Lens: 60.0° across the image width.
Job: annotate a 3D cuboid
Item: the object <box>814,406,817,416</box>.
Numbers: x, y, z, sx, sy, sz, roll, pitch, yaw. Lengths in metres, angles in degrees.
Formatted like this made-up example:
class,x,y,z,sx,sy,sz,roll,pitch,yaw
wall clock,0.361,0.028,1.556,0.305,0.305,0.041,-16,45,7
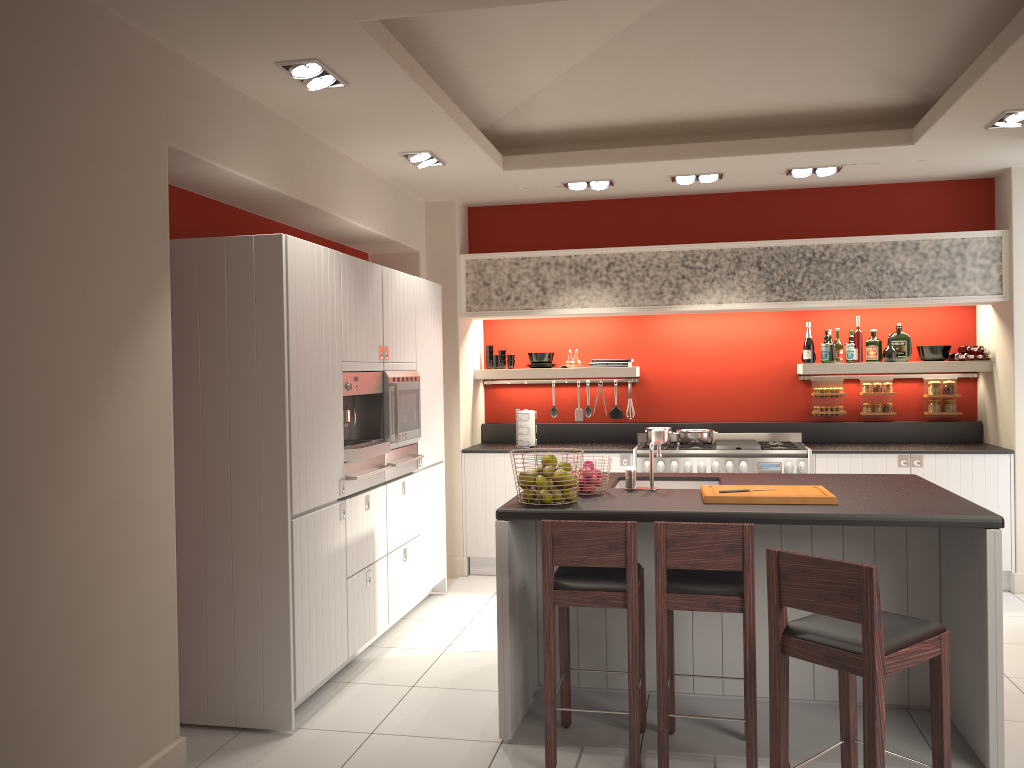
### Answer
class,x,y,z,sx,sy,sz,roll,pitch,yaw
object,2.477,0.220,7.231,0.034,0.078,0.034,-1,1,32

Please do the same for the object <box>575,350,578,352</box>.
class,x,y,z,sx,sy,sz,roll,pitch,yaw
object,0.549,-0.281,7.559,0.026,0.032,0.023,-1,1,-6

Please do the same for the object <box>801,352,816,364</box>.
class,x,y,z,sx,sy,sz,roll,pitch,yaw
object,2.418,-0.279,7.227,0.113,0.226,0.113,-1,1,-37

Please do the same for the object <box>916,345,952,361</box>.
class,x,y,z,sx,sy,sz,roll,pitch,yaw
object,3.316,-0.239,6.970,0.251,0.121,0.251,-1,1,-6

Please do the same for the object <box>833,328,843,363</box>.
class,x,y,z,sx,sy,sz,roll,pitch,yaw
object,2.602,-0.306,7.086,0.080,0.278,0.080,-1,1,15

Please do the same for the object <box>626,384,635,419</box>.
class,x,y,z,sx,sy,sz,roll,pitch,yaw
object,1.009,0.139,7.570,0.069,0.328,0.069,-1,1,-11

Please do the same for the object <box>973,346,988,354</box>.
class,x,y,z,sx,sy,sz,roll,pitch,yaw
object,3.585,-0.264,6.818,0.062,0.062,0.366,-1,1,12

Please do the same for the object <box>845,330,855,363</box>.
class,x,y,z,sx,sy,sz,roll,pitch,yaw
object,2.726,-0.300,7.117,0.094,0.263,0.094,-1,1,-22

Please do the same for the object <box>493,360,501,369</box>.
class,x,y,z,sx,sy,sz,roll,pitch,yaw
object,-0.129,-0.164,7.550,0.070,0.076,0.070,-1,1,-17

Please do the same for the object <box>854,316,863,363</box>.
class,x,y,z,sx,sy,sz,roll,pitch,yaw
object,2.727,-0.350,7.020,0.062,0.366,0.210,-1,1,11

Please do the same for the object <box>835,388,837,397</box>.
class,x,y,z,sx,sy,sz,roll,pitch,yaw
object,2.629,0.069,7.197,0.034,0.078,0.034,-1,1,32

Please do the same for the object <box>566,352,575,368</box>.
class,x,y,z,sx,sy,sz,roll,pitch,yaw
object,0.492,-0.204,7.491,0.076,0.131,0.076,-1,1,-36

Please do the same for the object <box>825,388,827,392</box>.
class,x,y,z,sx,sy,sz,roll,pitch,yaw
object,2.551,0.070,7.213,0.034,0.078,0.034,-1,1,32

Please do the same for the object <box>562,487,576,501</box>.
class,x,y,z,sx,sy,sz,roll,pitch,yaw
object,0.259,0.500,4.043,0.068,0.068,0.068,-1,1,23

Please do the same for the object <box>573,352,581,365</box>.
class,x,y,z,sx,sy,sz,roll,pitch,yaw
object,0.549,-0.206,7.559,0.077,0.134,0.076,-1,1,-5

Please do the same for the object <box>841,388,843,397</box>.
class,x,y,z,sx,sy,sz,roll,pitch,yaw
object,2.667,0.069,7.189,0.034,0.078,0.034,-1,1,32

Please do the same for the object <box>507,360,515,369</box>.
class,x,y,z,sx,sy,sz,roll,pitch,yaw
object,-0.008,-0.167,7.577,0.070,0.076,0.070,-1,1,-17

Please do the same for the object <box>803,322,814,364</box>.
class,x,y,z,sx,sy,sz,roll,pitch,yaw
object,2.359,-0.326,7.049,0.083,0.331,0.083,-1,1,-17

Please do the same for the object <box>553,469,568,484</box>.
class,x,y,z,sx,sy,sz,roll,pitch,yaw
object,0.219,0.418,3.995,0.067,0.068,0.067,-1,1,-26

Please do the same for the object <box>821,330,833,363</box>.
class,x,y,z,sx,sy,sz,roll,pitch,yaw
object,2.487,-0.295,7.001,0.094,0.264,0.094,-1,1,0

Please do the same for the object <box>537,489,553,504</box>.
class,x,y,z,sx,sy,sz,roll,pitch,yaw
object,0.147,0.503,3.967,0.068,0.068,0.068,-1,1,23

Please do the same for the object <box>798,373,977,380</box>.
class,x,y,z,sx,sy,sz,roll,pitch,yaw
object,3.025,-0.060,7.177,1.355,0.034,0.048,-1,1,12

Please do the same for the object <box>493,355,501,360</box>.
class,x,y,z,sx,sy,sz,roll,pitch,yaw
object,-0.129,-0.208,7.550,0.070,0.076,0.070,-1,1,-17

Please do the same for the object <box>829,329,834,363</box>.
class,x,y,z,sx,sy,sz,roll,pitch,yaw
object,2.576,-0.305,7.181,0.083,0.277,0.083,-1,1,15

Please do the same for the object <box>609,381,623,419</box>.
class,x,y,z,sx,sy,sz,roll,pitch,yaw
object,0.894,0.135,7.613,0.123,0.331,0.040,-1,1,12

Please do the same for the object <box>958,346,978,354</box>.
class,x,y,z,sx,sy,sz,roll,pitch,yaw
object,3.528,-0.263,6.853,0.062,0.062,0.366,-1,1,12

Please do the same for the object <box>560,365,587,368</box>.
class,x,y,z,sx,sy,sz,roll,pitch,yaw
object,0.521,-0.149,7.525,0.160,0.027,0.183,0,1,40

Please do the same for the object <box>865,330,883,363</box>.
class,x,y,z,sx,sy,sz,roll,pitch,yaw
object,2.872,-0.300,7.041,0.112,0.260,0.071,0,1,41

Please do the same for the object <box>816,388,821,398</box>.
class,x,y,z,sx,sy,sz,roll,pitch,yaw
object,2.484,0.072,7.188,0.034,0.078,0.034,-1,1,32

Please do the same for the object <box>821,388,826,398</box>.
class,x,y,z,sx,sy,sz,roll,pitch,yaw
object,2.522,0.072,7.180,0.034,0.078,0.034,-1,1,32

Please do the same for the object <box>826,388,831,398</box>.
class,x,y,z,sx,sy,sz,roll,pitch,yaw
object,2.560,0.071,7.172,0.034,0.078,0.034,-1,1,32

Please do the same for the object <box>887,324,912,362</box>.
class,x,y,z,sx,sy,sz,roll,pitch,yaw
object,3.062,-0.324,7.012,0.186,0.303,0.057,0,1,41

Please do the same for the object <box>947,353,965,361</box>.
class,x,y,z,sx,sy,sz,roll,pitch,yaw
object,3.433,-0.208,6.850,0.062,0.062,0.366,-1,1,12

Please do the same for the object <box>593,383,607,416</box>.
class,x,y,z,sx,sy,sz,roll,pitch,yaw
object,0.753,0.129,7.623,0.124,0.297,0.009,-1,1,12

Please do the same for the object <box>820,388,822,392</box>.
class,x,y,z,sx,sy,sz,roll,pitch,yaw
object,2.513,0.071,7.221,0.034,0.078,0.034,-1,1,32

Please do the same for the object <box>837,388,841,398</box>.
class,x,y,z,sx,sy,sz,roll,pitch,yaw
object,2.637,0.070,7.156,0.034,0.078,0.034,-1,1,32

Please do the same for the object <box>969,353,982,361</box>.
class,x,y,z,sx,sy,sz,roll,pitch,yaw
object,3.560,-0.210,6.846,0.061,0.061,0.366,-1,1,12

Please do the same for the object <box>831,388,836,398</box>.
class,x,y,z,sx,sy,sz,roll,pitch,yaw
object,2.599,0.070,7.164,0.034,0.078,0.034,-1,1,32

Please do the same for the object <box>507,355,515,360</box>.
class,x,y,z,sx,sy,sz,roll,pitch,yaw
object,-0.009,-0.210,7.576,0.070,0.076,0.070,-1,1,-17

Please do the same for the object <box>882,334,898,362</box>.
class,x,y,z,sx,sy,sz,roll,pitch,yaw
object,2.940,-0.283,6.899,0.113,0.226,0.113,-1,1,23

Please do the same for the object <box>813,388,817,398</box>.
class,x,y,z,sx,sy,sz,roll,pitch,yaw
object,2.474,0.072,7.229,0.034,0.078,0.034,-1,1,32

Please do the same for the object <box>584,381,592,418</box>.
class,x,y,z,sx,sy,sz,roll,pitch,yaw
object,0.656,0.134,7.641,0.067,0.323,0.022,-1,1,10

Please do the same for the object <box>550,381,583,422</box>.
class,x,y,z,sx,sy,sz,roll,pitch,yaw
object,0.471,0.150,7.678,0.287,0.351,0.022,-1,1,13

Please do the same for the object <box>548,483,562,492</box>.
class,x,y,z,sx,sy,sz,roll,pitch,yaw
object,0.206,0.492,4.112,0.084,0.079,0.086,-1,1,-33

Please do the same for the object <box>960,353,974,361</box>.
class,x,y,z,sx,sy,sz,roll,pitch,yaw
object,3.494,-0.209,6.838,0.062,0.062,0.366,-1,1,12

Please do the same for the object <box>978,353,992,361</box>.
class,x,y,z,sx,sy,sz,roll,pitch,yaw
object,3.618,-0.210,6.814,0.061,0.061,0.366,-1,1,12

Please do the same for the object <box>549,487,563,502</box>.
class,x,y,z,sx,sy,sz,roll,pitch,yaw
object,0.197,0.501,4.033,0.068,0.068,0.068,-1,1,23

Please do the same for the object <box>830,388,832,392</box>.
class,x,y,z,sx,sy,sz,roll,pitch,yaw
object,2.591,0.070,7.205,0.034,0.078,0.034,-1,1,32
